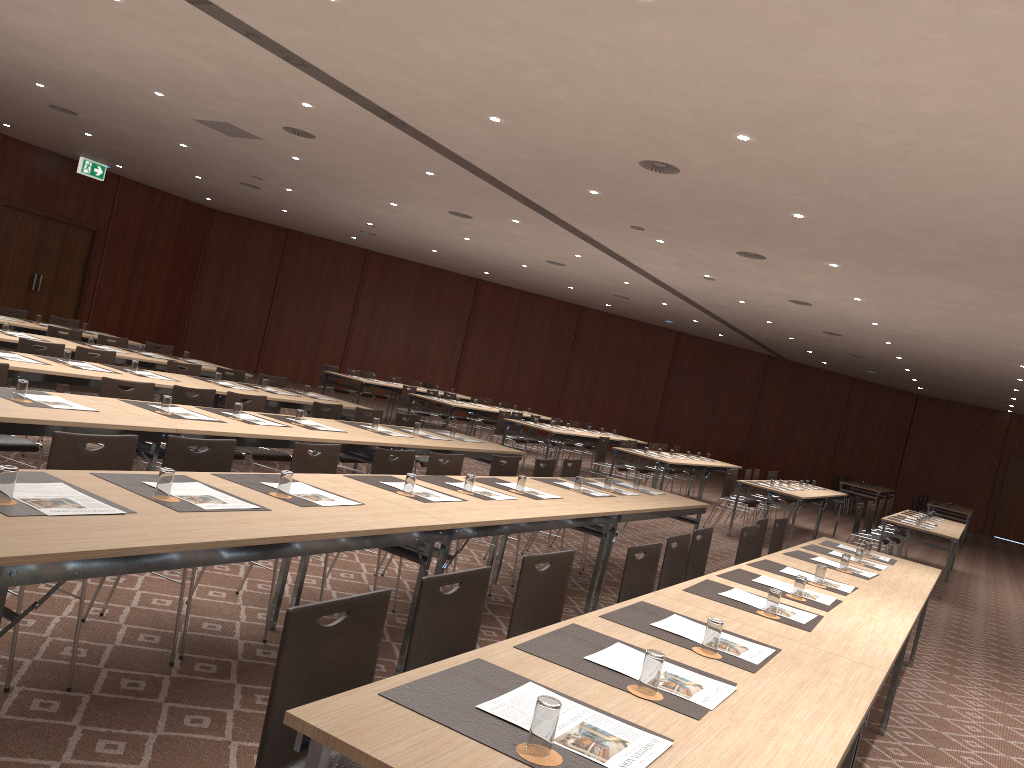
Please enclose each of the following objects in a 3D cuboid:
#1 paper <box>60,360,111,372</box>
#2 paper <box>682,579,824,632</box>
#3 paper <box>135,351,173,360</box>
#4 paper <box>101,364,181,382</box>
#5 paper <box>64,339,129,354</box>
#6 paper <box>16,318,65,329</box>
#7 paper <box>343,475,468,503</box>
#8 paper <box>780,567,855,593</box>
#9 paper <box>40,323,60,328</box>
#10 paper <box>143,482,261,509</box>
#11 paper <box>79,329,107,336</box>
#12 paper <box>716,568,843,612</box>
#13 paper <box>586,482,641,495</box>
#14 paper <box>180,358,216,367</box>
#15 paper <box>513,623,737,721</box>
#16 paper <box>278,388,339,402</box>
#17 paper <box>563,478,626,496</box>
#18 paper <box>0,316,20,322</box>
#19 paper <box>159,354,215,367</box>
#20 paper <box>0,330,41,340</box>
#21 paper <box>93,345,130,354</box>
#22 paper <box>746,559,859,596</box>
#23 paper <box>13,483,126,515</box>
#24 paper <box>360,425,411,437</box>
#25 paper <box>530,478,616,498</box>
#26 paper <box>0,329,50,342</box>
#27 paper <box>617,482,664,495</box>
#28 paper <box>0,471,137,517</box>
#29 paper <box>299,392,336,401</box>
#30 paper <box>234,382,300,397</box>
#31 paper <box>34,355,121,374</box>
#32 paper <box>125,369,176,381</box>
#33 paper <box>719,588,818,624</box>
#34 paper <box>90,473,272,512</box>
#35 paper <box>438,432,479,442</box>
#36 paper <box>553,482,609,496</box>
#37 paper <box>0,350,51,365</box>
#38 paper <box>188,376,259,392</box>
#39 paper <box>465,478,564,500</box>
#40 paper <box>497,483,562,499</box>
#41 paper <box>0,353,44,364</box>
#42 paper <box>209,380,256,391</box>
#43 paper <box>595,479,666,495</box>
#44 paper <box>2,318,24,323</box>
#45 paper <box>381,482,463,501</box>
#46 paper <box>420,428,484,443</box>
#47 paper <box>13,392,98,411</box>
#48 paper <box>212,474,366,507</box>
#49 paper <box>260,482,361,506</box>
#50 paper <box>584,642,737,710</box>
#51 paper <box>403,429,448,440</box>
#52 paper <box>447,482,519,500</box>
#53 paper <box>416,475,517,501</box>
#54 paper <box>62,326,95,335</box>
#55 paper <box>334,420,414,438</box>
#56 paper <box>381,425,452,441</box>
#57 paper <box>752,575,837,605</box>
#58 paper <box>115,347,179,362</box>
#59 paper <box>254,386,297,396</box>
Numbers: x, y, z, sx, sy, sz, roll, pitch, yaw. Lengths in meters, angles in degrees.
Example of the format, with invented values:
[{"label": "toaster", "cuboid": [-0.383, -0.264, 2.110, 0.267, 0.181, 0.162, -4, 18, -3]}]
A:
[{"label": "paper", "cuboid": [-3.623, -0.153, 7.539, 0.397, 0.006, 0.284, 14, 1, 30]}, {"label": "paper", "cuboid": [1.114, 1.008, 4.071, 0.565, 0.003, 0.460, 14, 1, 26]}, {"label": "paper", "cuboid": [-4.257, -0.341, 10.517, 0.397, 0.006, 0.284, 14, 1, 26]}, {"label": "paper", "cuboid": [-3.393, -0.102, 8.102, 0.565, 0.003, 0.461, 14, 1, 29]}, {"label": "paper", "cuboid": [-4.635, -0.417, 9.909, 0.565, 0.003, 0.461, 14, 1, 31]}, {"label": "paper", "cuboid": [-6.005, -0.759, 11.431, 0.565, 0.003, 0.461, 14, 1, 29]}, {"label": "paper", "cuboid": [-0.601, 0.593, 5.043, 0.565, 0.003, 0.460, 14, 1, 28]}, {"label": "paper", "cuboid": [1.797, 1.149, 5.217, 0.397, 0.006, 0.284, 14, 1, 27]}, {"label": "paper", "cuboid": [-5.936, -0.747, 11.430, 0.397, 0.006, 0.284, 14, 1, 27]}, {"label": "paper", "cuboid": [-1.266, 0.452, 3.615, 0.397, 0.006, 0.284, 14, 1, 31]}, {"label": "paper", "cuboid": [-5.647, -0.687, 12.038, 0.397, 0.006, 0.284, 14, 1, 30]}, {"label": "paper", "cuboid": [1.400, 1.068, 4.625, 0.565, 0.003, 0.461, 14, 1, 30]}, {"label": "paper", "cuboid": [0.874, 0.900, 7.630, 0.397, 0.006, 0.284, 14, 1, 30]}, {"label": "paper", "cuboid": [-3.931, -0.272, 11.052, 0.397, 0.006, 0.284, 14, 1, 30]}, {"label": "paper", "cuboid": [0.350, 0.848, 2.667, 0.565, 0.003, 0.460, 14, 1, 27]}, {"label": "paper", "cuboid": [-2.313, 0.124, 10.086, 0.565, 0.003, 0.461, 14, 1, 29]}, {"label": "paper", "cuboid": [0.762, 0.878, 7.608, 0.565, 0.003, 0.461, 14, 1, 29]}, {"label": "paper", "cuboid": [-6.248, -0.812, 10.868, 0.397, 0.006, 0.284, 14, 1, 26]}, {"label": "paper", "cuboid": [-4.027, -0.290, 11.029, 0.565, 0.003, 0.460, 14, 1, 28]}, {"label": "paper", "cuboid": [-5.023, -0.501, 9.058, 0.397, 0.006, 0.284, 14, 1, 31]}, {"label": "paper", "cuboid": [-4.524, -0.395, 9.916, 0.397, 0.006, 0.284, 14, 1, 27]}, {"label": "paper", "cuboid": [1.714, 1.133, 5.221, 0.565, 0.003, 0.461, 14, 1, 30]}, {"label": "paper", "cuboid": [-1.564, 0.390, 3.039, 0.397, 0.006, 0.284, 14, 1, 31]}, {"label": "paper", "cuboid": [-1.139, 0.424, 7.991, 0.397, 0.006, 0.284, 14, 1, 28]}, {"label": "paper", "cuboid": [0.490, 0.822, 7.040, 0.565, 0.003, 0.461, 14, 1, 29]}, {"label": "paper", "cuboid": [-5.073, -0.509, 9.052, 0.565, 0.003, 0.460, 14, 1, 28]}, {"label": "paper", "cuboid": [1.181, 0.964, 8.193, 0.397, 0.006, 0.284, 14, 1, 26]}, {"label": "paper", "cuboid": [-1.665, 0.370, 3.049, 0.565, 0.003, 0.461, 14, 1, 30]}, {"label": "paper", "cuboid": [-2.229, 0.140, 10.116, 0.397, 0.006, 0.284, 14, 1, 30]}, {"label": "paper", "cuboid": [-2.617, 0.061, 9.501, 0.565, 0.003, 0.460, 14, 1, 27]}, {"label": "paper", "cuboid": [-3.688, -0.164, 7.539, 0.565, 0.003, 0.460, 14, 1, 27]}, {"label": "paper", "cuboid": [-3.296, -0.083, 8.078, 0.397, 0.006, 0.284, 14, 1, 29]}, {"label": "paper", "cuboid": [1.182, 1.020, 4.093, 0.397, 0.006, 0.284, 14, 1, 31]}, {"label": "paper", "cuboid": [-1.341, 0.439, 3.605, 0.565, 0.003, 0.461, 14, 1, 31]}, {"label": "paper", "cuboid": [-0.547, 0.547, 9.131, 0.397, 0.006, 0.284, 14, 1, 28]}, {"label": "paper", "cuboid": [0.556, 0.833, 7.051, 0.397, 0.006, 0.284, 14, 1, 30]}, {"label": "paper", "cuboid": [-3.998, -0.229, 6.971, 0.565, 0.003, 0.460, 14, 1, 26]}, {"label": "paper", "cuboid": [-2.923, -0.004, 8.965, 0.565, 0.003, 0.460, 14, 1, 28]}, {"label": "paper", "cuboid": [0.017, 0.723, 6.154, 0.565, 0.003, 0.460, 14, 1, 27]}, {"label": "paper", "cuboid": [0.117, 0.742, 6.190, 0.397, 0.006, 0.284, 14, 1, 29]}, {"label": "paper", "cuboid": [-3.911, -0.212, 6.955, 0.397, 0.006, 0.284, 14, 1, 30]}, {"label": "paper", "cuboid": [-2.838, 0.012, 8.959, 0.397, 0.006, 0.284, 14, 1, 25]}, {"label": "paper", "cuboid": [1.091, 0.948, 8.183, 0.565, 0.003, 0.460, 14, 1, 27]}, {"label": "paper", "cuboid": [-6.336, -0.829, 10.851, 0.565, 0.003, 0.460, 14, 1, 28]}, {"label": "paper", "cuboid": [-0.516, 0.609, 5.034, 0.397, 0.006, 0.284, 14, 1, 31]}, {"label": "paper", "cuboid": [-0.626, 0.532, 9.143, 0.565, 0.003, 0.460, 14, 1, 28]}, {"label": "paper", "cuboid": [-2.666, 0.103, 5.181, 0.397, 0.006, 0.284, 14, 1, 28]}, {"label": "paper", "cuboid": [-1.053, 0.498, 4.197, 0.565, 0.003, 0.460, 14, 1, 28]}, {"label": "paper", "cuboid": [-0.950, 0.519, 4.200, 0.397, 0.006, 0.284, 14, 1, 28]}, {"label": "paper", "cuboid": [0.447, 0.867, 2.657, 0.397, 0.006, 0.284, 14, 1, 29]}, {"label": "paper", "cuboid": [-0.838, 0.487, 8.559, 0.397, 0.006, 0.284, 14, 1, 31]}, {"label": "paper", "cuboid": [-0.193, 0.677, 5.626, 0.397, 0.006, 0.284, 14, 1, 28]}, {"label": "paper", "cuboid": [-0.306, 0.654, 5.620, 0.565, 0.003, 0.460, 14, 1, 25]}, {"label": "paper", "cuboid": [-5.725, -0.701, 11.983, 0.565, 0.003, 0.461, 14, 1, 30]}, {"label": "paper", "cuboid": [-1.236, 0.405, 7.968, 0.565, 0.003, 0.461, 14, 1, 29]}, {"label": "paper", "cuboid": [-0.922, 0.471, 8.543, 0.565, 0.003, 0.461, 14, 1, 31]}, {"label": "paper", "cuboid": [1.491, 1.084, 4.678, 0.397, 0.006, 0.284, 14, 1, 28]}, {"label": "paper", "cuboid": [-4.304, -0.347, 10.471, 0.565, 0.003, 0.460, 14, 1, 27]}, {"label": "paper", "cuboid": [-2.550, 0.072, 9.520, 0.397, 0.006, 0.284, 14, 1, 26]}]
